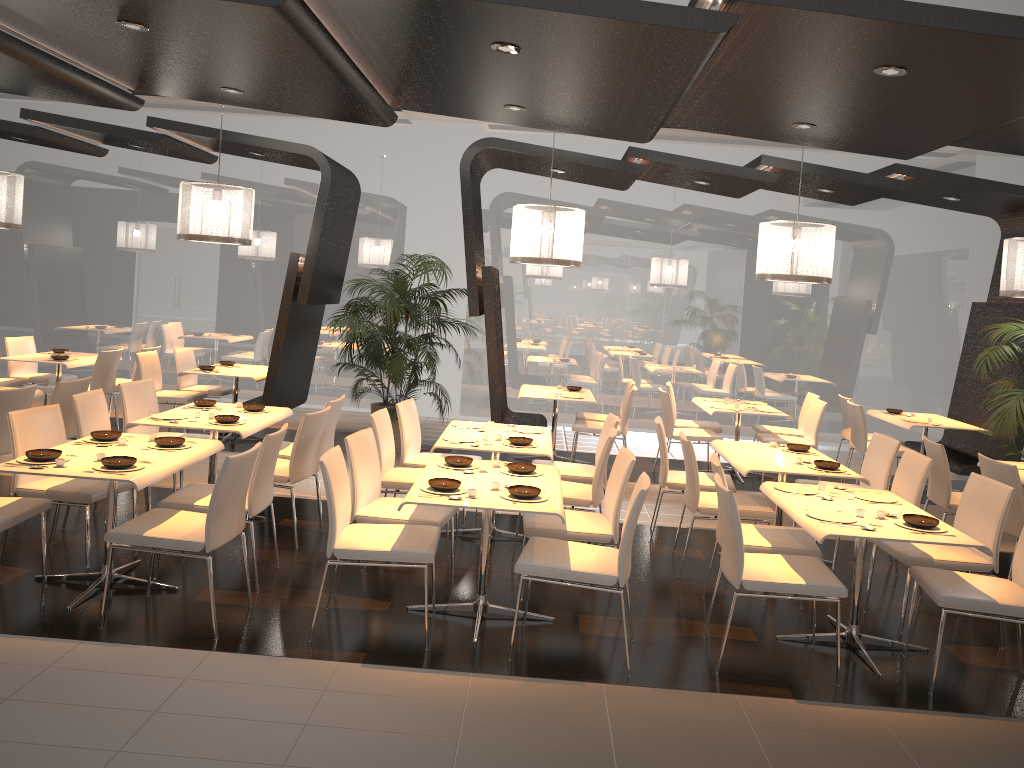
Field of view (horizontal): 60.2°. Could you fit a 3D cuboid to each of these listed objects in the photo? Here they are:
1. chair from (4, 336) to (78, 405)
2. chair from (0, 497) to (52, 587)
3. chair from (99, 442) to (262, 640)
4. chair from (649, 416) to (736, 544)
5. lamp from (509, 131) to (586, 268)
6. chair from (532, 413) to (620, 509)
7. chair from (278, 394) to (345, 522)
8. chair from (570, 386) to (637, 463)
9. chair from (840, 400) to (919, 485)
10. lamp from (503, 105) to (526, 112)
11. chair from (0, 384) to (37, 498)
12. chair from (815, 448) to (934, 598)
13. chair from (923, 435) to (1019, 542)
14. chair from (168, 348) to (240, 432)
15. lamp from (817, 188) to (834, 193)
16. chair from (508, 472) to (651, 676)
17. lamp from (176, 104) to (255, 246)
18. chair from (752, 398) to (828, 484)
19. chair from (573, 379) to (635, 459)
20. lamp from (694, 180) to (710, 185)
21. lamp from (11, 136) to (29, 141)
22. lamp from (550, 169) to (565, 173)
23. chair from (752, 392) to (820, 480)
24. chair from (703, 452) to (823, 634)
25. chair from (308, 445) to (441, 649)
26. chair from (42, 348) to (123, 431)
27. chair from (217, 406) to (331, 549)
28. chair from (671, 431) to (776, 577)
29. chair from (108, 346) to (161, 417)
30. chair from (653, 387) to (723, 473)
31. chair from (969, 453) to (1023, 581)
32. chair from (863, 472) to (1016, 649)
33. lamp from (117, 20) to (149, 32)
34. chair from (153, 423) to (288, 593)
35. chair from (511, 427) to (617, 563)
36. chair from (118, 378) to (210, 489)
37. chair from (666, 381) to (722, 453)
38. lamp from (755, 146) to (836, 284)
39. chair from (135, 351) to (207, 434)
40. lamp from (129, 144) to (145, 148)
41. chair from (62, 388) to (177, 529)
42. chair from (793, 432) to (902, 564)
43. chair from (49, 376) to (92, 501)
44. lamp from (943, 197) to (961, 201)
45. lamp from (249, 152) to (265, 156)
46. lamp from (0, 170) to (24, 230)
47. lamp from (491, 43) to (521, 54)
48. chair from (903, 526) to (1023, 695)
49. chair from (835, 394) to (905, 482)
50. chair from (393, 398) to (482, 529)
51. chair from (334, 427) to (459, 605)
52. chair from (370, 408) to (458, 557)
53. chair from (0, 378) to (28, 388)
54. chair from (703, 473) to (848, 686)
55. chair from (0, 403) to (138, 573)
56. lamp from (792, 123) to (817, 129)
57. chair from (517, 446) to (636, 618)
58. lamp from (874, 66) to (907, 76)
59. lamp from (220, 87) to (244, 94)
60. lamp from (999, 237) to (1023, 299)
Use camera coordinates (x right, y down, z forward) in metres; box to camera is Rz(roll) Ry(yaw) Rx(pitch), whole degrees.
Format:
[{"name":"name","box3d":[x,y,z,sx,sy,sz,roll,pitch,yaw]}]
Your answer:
[{"name":"chair","box3d":[-5.208,-0.068,9.730,0.606,0.867,0.485,4,3,9]},{"name":"chair","box3d":[-2.756,0.652,4.478,0.605,0.867,0.485,4,3,-1]},{"name":"chair","box3d":[-1.628,0.737,4.434,0.605,0.872,0.485,4,3,4]},{"name":"chair","box3d":[1.324,0.717,6.527,0.606,0.867,0.485,4,3,9]},{"name":"lamp","box3d":[0.355,-1.990,7.638,0.628,1.926,0.626,5,2,30]},{"name":"chair","box3d":[0.456,0.656,6.544,0.605,0.867,0.485,4,3,-1]},{"name":"chair","box3d":[-1.593,0.513,6.568,0.605,0.867,0.485,4,3,4]},{"name":"chair","box3d":[0.919,0.446,8.844,0.606,0.867,0.485,4,3,9]},{"name":"chair","box3d":[3.640,0.641,8.784,0.605,0.872,0.485,4,3,4]},{"name":"lamp","box3d":[0.020,-1.939,6.168,0.160,0.050,0.161,4,6,-4]},{"name":"chair","box3d":[-3.644,0.431,6.007,0.606,0.867,0.485,4,3,9]},{"name":"chair","box3d":[2.359,0.866,5.793,0.605,0.867,0.485,4,3,4]},{"name":"chair","box3d":[3.317,0.865,6.447,0.606,0.872,0.485,4,3,9]},{"name":"chair","box3d":[-3.354,0.068,9.646,0.605,0.867,0.485,4,3,4]},{"name":"lamp","box3d":[3.209,-1.994,9.043,0.161,0.055,0.162,4,6,-4]},{"name":"chair","box3d":[0.348,0.878,4.362,0.606,0.867,0.485,4,3,9]},{"name":"lamp","box3d":[-2.544,-2.199,7.732,0.625,1.926,0.629,3,2,-26]},{"name":"chair","box3d":[2.770,0.577,8.803,0.605,0.867,0.485,4,3,4]},{"name":"chair","box3d":[0.984,0.386,9.478,0.605,0.872,0.485,4,3,4]},{"name":"lamp","box3d":[1.957,-2.084,9.084,0.161,0.055,0.162,4,6,-4]},{"name":"lamp","box3d":[-5.184,-2.599,9.316,0.161,0.055,0.162,4,6,-4]},{"name":"lamp","box3d":[0.474,-2.218,9.132,0.160,0.054,0.161,5,6,7]},{"name":"chair","box3d":[2.916,0.523,9.433,0.605,0.872,0.485,4,3,4]},{"name":"chair","box3d":[1.404,0.884,5.018,0.606,0.872,0.485,4,3,9]},{"name":"chair","box3d":[-0.678,0.796,4.468,0.605,0.867,0.485,4,3,-1]},{"name":"chair","box3d":[-4.371,0.065,9.035,0.605,0.872,0.485,4,3,4]},{"name":"chair","box3d":[-1.583,0.579,5.940,0.606,0.867,0.485,4,3,9]},{"name":"chair","box3d":[1.385,0.796,5.840,0.605,0.872,0.485,4,3,4]},{"name":"chair","box3d":[-4.225,0.008,9.665,0.605,0.872,0.485,4,3,4]},{"name":"chair","box3d":[1.748,0.507,8.821,0.605,0.872,0.485,4,3,-1]},{"name":"chair","box3d":[3.399,0.940,5.782,0.605,0.872,0.485,4,3,-1]},{"name":"chair","box3d":[2.411,0.956,4.987,0.605,0.872,0.485,4,3,-1]},{"name":"lamp","box3d":[-2.024,-1.928,4.724,0.160,0.050,0.161,5,6,7]},{"name":"chair","box3d":[-1.637,0.670,5.062,0.605,0.872,0.485,4,3,-1]},{"name":"chair","box3d":[0.362,0.724,5.855,0.606,0.872,0.485,4,3,9]},{"name":"chair","box3d":[-2.618,0.431,6.673,0.606,0.867,0.485,4,3,9]},{"name":"chair","box3d":[1.933,0.447,9.498,0.606,0.867,0.485,4,3,9]},{"name":"lamp","box3d":[2.479,-1.837,7.569,0.628,1.926,0.626,5,2,30]},{"name":"chair","box3d":[-3.500,0.124,9.016,0.605,0.867,0.485,4,3,4]},{"name":"lamp","box3d":[-3.932,-2.509,9.276,0.161,0.055,0.162,4,6,-4]},{"name":"chair","box3d":[-2.631,0.503,5.980,0.605,0.867,0.485,4,3,-1]},{"name":"chair","box3d":[2.453,0.799,6.483,0.605,0.867,0.485,4,3,-1]},{"name":"chair","box3d":[-3.553,0.372,6.624,0.605,0.867,0.485,4,3,4]},{"name":"lamp","box3d":[4.481,-1.902,9.002,0.161,0.055,0.162,4,6,-4]},{"name":"lamp","box3d":[-2.660,-2.417,9.234,0.161,0.055,0.162,4,6,-4]},{"name":"lamp","box3d":[-4.635,-2.350,7.800,0.626,1.926,0.629,4,2,-12]},{"name":"lamp","box3d":[-0.031,-1.784,4.659,0.161,0.050,0.162,5,6,7]},{"name":"chair","box3d":[2.316,1.022,4.298,0.606,0.872,0.485,4,3,9]},{"name":"chair","box3d":[3.787,0.583,9.414,0.605,0.867,0.485,4,3,4]},{"name":"chair","box3d":[-0.565,0.583,6.569,0.606,0.867,0.485,4,3,9]},{"name":"chair","box3d":[-0.651,0.735,5.068,0.606,0.867,0.485,4,3,9]},{"name":"chair","box3d":[-0.664,0.640,5.960,0.605,0.867,0.485,4,3,4]},{"name":"chair","box3d":[-5.392,-0.008,9.053,0.605,0.872,0.485,4,3,-1]},{"name":"chair","box3d":[1.291,0.940,4.403,0.605,0.872,0.485,4,3,4]},{"name":"chair","box3d":[-2.572,0.594,5.156,0.606,0.867,0.485,4,3,9]},{"name":"lamp","box3d":[2.019,-1.795,6.103,0.161,0.050,0.162,5,6,7]},{"name":"chair","box3d":[0.365,0.808,5.054,0.605,0.872,0.485,4,3,-1]},{"name":"lamp","box3d":[1.967,-1.640,4.594,0.161,0.050,0.162,5,6,7]},{"name":"lamp","box3d":[-1.973,-2.083,6.233,0.160,0.050,0.161,4,6,-4]},{"name":"lamp","box3d":[4.570,-1.686,7.501,0.629,1.926,0.626,5,2,34]}]
